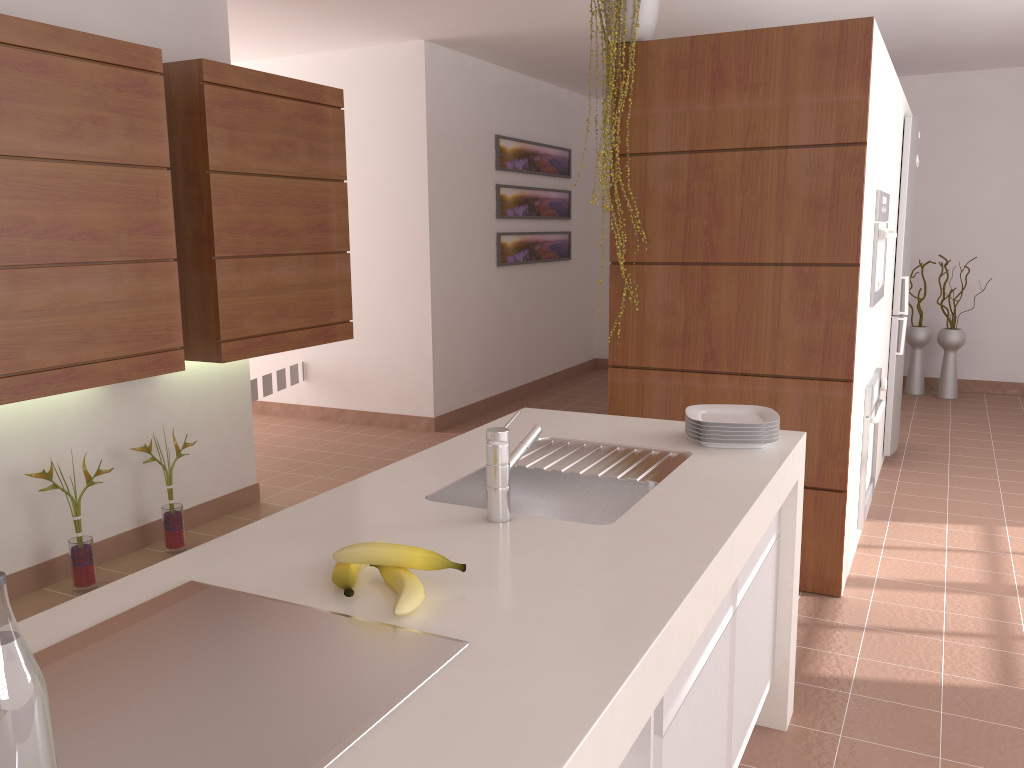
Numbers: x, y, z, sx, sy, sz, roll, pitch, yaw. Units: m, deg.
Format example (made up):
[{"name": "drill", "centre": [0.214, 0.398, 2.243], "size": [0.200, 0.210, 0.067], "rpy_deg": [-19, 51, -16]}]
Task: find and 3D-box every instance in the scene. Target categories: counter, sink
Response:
[{"name": "counter", "centre": [-0.066, 0.663, 1.628], "size": [0.821, 0.800, 2.156], "rpy_deg": [4, 11, 26]}, {"name": "sink", "centre": [0.114, 0.197, 1.931], "size": [0.404, 0.368, 0.668], "rpy_deg": [4, 11, 26]}]

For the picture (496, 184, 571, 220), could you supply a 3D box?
[{"name": "picture", "centre": [0.201, -1.451, 7.129], "size": [0.015, 0.248, 1.408], "rpy_deg": [4, 11, 26]}]

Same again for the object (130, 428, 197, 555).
[{"name": "object", "centre": [-1.433, 0.443, 3.711], "size": [0.087, 0.546, 0.296], "rpy_deg": [4, 11, 26]}]

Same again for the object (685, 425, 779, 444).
[{"name": "object", "centre": [0.552, 0.124, 2.236], "size": [0.228, 0.020, 0.228], "rpy_deg": [1, 10, 8]}]

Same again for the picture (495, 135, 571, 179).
[{"name": "picture", "centre": [0.197, -1.796, 7.069], "size": [0.015, 0.248, 1.408], "rpy_deg": [4, 11, 26]}]

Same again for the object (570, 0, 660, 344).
[{"name": "object", "centre": [0.404, -0.825, 3.362], "size": [0.297, 1.344, 0.279], "rpy_deg": [-3, 10, -14]}]

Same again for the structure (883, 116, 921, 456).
[{"name": "structure", "centre": [2.234, -0.553, 5.063], "size": [0.089, 1.862, 0.604], "rpy_deg": [4, 11, 26]}]

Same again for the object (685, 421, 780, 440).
[{"name": "object", "centre": [0.552, 0.113, 2.235], "size": [0.228, 0.020, 0.228], "rpy_deg": [1, 10, 8]}]

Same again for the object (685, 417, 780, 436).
[{"name": "object", "centre": [0.552, 0.103, 2.233], "size": [0.228, 0.020, 0.228], "rpy_deg": [1, 10, 8]}]

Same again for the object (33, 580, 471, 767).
[{"name": "object", "centre": [-0.396, 0.364, 1.021], "size": [0.493, 0.006, 0.551], "rpy_deg": [4, 11, 26]}]

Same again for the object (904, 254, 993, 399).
[{"name": "object", "centre": [3.366, -0.442, 6.854], "size": [0.284, 1.112, 0.655], "rpy_deg": [-10, 14, -44]}]

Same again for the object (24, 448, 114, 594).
[{"name": "object", "centre": [-1.628, 0.514, 3.317], "size": [0.087, 0.546, 0.296], "rpy_deg": [8, 13, 41]}]

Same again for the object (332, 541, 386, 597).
[{"name": "object", "centre": [-0.248, 0.284, 1.385], "size": [0.060, 0.033, 0.207], "rpy_deg": [0, 10, 6]}]

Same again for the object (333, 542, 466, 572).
[{"name": "object", "centre": [-0.173, 0.263, 1.340], "size": [0.207, 0.055, 0.047], "rpy_deg": [0, 10, 3]}]

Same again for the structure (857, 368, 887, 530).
[{"name": "structure", "centre": [1.572, 0.263, 3.865], "size": [0.058, 0.592, 0.596], "rpy_deg": [4, 11, 26]}]

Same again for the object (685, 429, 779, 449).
[{"name": "object", "centre": [0.552, 0.134, 2.238], "size": [0.228, 0.020, 0.228], "rpy_deg": [1, 10, 8]}]

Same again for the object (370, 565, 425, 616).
[{"name": "object", "centre": [-0.166, 0.295, 1.316], "size": [0.060, 0.033, 0.207], "rpy_deg": [-4, 10, -18]}]

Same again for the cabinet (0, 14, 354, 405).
[{"name": "cabinet", "centre": [-2.180, -0.470, 2.427], "size": [0.754, 1.200, 4.718], "rpy_deg": [4, 11, 26]}]

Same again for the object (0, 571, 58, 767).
[{"name": "object", "centre": [-0.459, 0.282, 0.804], "size": [0.071, 0.230, 0.071], "rpy_deg": [1, 10, 7]}]

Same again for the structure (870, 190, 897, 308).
[{"name": "structure", "centre": [1.567, -0.572, 3.714], "size": [0.056, 0.454, 0.614], "rpy_deg": [4, 11, 26]}]

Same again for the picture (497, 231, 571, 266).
[{"name": "picture", "centre": [0.205, -1.107, 7.189], "size": [0.015, 0.248, 1.408], "rpy_deg": [4, 11, 26]}]

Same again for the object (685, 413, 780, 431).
[{"name": "object", "centre": [0.552, 0.093, 2.231], "size": [0.228, 0.020, 0.228], "rpy_deg": [1, 10, 8]}]

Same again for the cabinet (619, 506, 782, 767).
[{"name": "cabinet", "centre": [-0.087, 0.722, 1.585], "size": [0.737, 0.700, 2.048], "rpy_deg": [4, 11, 26]}]

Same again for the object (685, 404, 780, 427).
[{"name": "object", "centre": [0.552, 0.083, 2.229], "size": [0.228, 0.020, 0.228], "rpy_deg": [1, 10, 8]}]
